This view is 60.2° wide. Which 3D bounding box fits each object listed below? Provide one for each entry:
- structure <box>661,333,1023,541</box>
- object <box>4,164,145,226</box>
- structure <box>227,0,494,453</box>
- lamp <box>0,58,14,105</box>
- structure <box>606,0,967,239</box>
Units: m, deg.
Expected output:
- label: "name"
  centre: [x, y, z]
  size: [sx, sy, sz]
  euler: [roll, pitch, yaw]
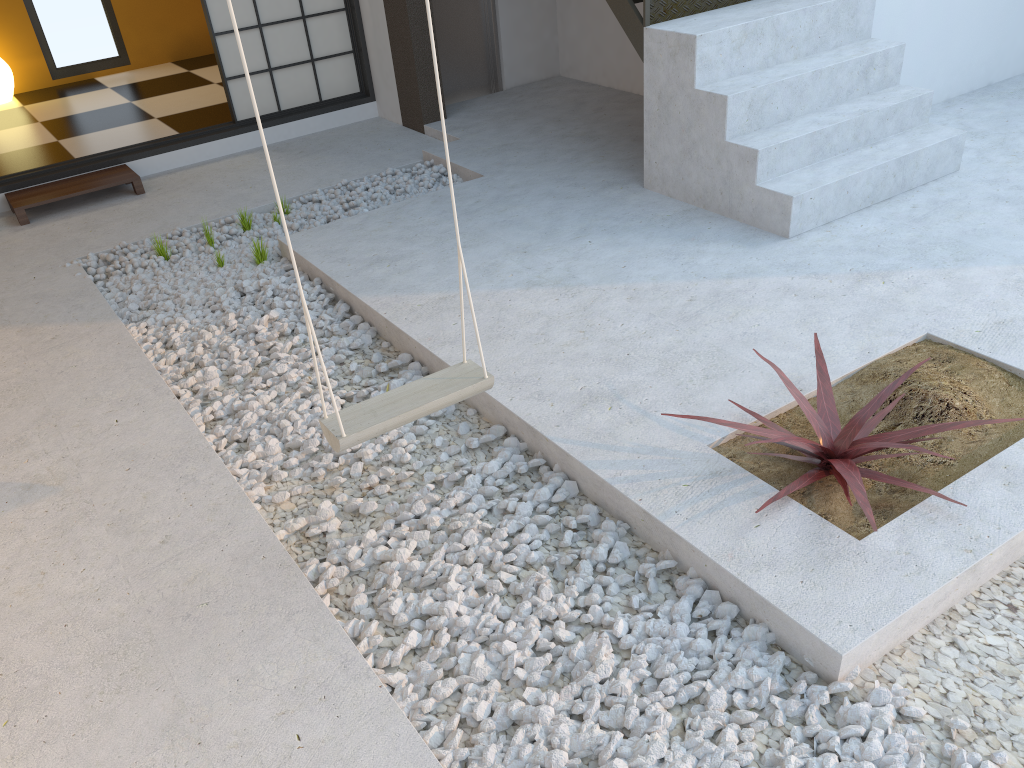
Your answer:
- label: "structure"
  centre: [1.088, 0.083, 2.538]
  size: [1.186, 0.305, 0.724]
  euler: [-23, 36, -25]
- label: "object"
  centre: [-2.569, -1.122, 5.197]
  size: [0.693, 0.105, 0.339]
  euler: [-23, 36, -25]
- label: "structure"
  centre: [-0.352, -0.712, 1.822]
  size: [0.455, 1.951, 0.125]
  euler: [-23, 38, -24]
- label: "lamp"
  centre: [-4.156, -2.453, 6.954]
  size: [0.378, 0.523, 0.386]
  euler: [-32, 42, -33]
- label: "structure"
  centre: [-0.328, -3.776, 5.100]
  size: [1.141, 4.127, 6.357]
  euler: [-25, 37, -26]
